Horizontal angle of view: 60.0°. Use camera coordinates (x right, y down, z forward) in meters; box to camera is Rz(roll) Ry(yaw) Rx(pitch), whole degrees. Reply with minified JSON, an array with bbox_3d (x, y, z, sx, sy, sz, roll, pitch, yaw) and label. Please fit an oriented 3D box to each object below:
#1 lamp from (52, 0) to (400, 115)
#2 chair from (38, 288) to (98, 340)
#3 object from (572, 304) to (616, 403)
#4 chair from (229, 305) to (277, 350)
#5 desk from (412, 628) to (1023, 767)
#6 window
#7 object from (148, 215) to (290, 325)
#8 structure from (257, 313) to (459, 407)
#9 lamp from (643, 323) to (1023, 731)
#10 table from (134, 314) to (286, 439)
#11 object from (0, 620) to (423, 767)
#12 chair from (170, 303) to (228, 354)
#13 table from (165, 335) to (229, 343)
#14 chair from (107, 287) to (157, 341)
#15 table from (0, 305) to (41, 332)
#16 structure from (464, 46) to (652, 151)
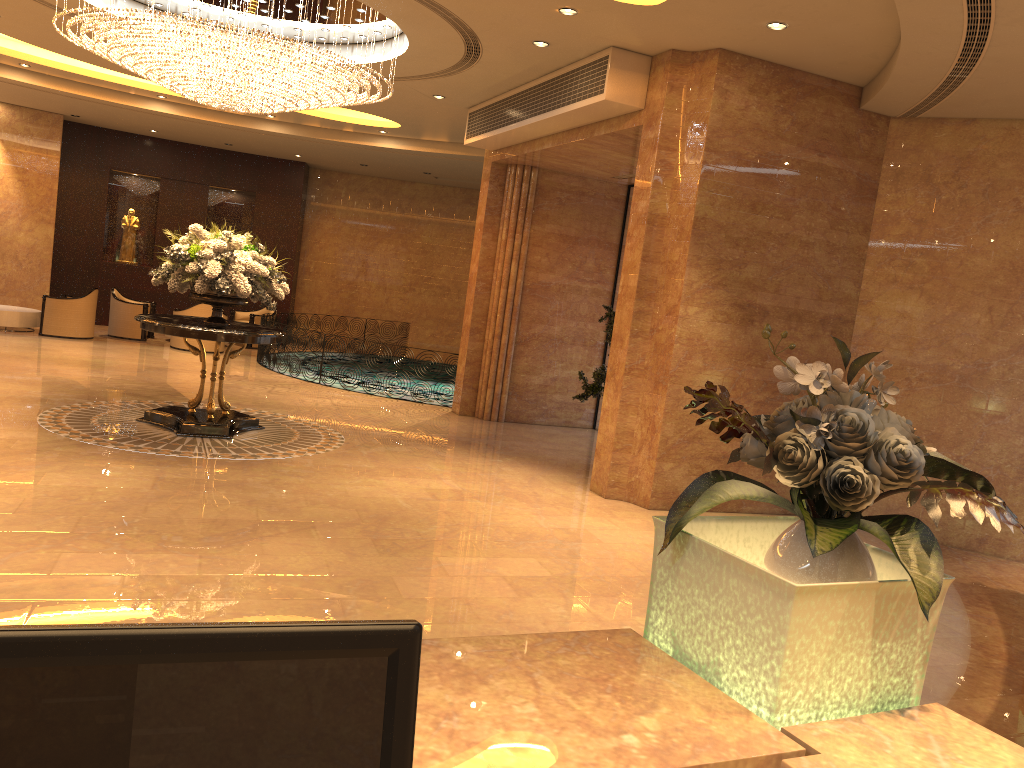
[{"bbox_3d":[-2.773,-3.340,8.847,3.206,1.196,3.204,9,6,14],"label":"lamp"},{"bbox_3d":[-7.752,-1.290,15.632,0.769,0.916,0.951,7,6,-8],"label":"chair"},{"bbox_3d":[1.398,-0.200,10.004,1.250,2.363,0.843,2,8,-42],"label":"object"},{"bbox_3d":[-5.272,-1.220,18.200,0.951,0.916,0.769,13,8,42],"label":"chair"},{"bbox_3d":[-5.306,0.374,1.606,12.951,1.155,3.466,9,6,12],"label":"desk"},{"bbox_3d":[2.084,-0.817,11.209,0.047,3.571,3.515,5,6,-22],"label":"window"},{"bbox_3d":[-2.994,-1.115,9.079,1.277,0.999,1.318,9,6,8],"label":"object"},{"bbox_3d":[-2.824,-0.597,16.821,3.815,0.995,7.624,7,6,-4],"label":"structure"},{"bbox_3d":[0.588,0.363,1.729,0.577,0.925,0.542,6,6,-20],"label":"lamp"},{"bbox_3d":[-3.162,-0.093,9.206,1.493,1.089,1.493,4,7,-29],"label":"table"},{"bbox_3d":[-0.397,0.487,0.870,0.531,0.500,0.430,9,6,14],"label":"object"},{"bbox_3d":[-5.669,-1.061,16.150,0.951,0.916,0.769,5,7,-27],"label":"chair"},{"bbox_3d":[-6.168,-0.976,17.420,1.196,0.354,1.196,8,6,5],"label":"table"},{"bbox_3d":[-7.200,-1.334,16.773,0.769,0.916,0.951,6,6,-12],"label":"chair"},{"bbox_3d":[-8.957,-1.165,15.586,1.196,0.354,1.196,8,6,4],"label":"table"},{"bbox_3d":[0.331,-3.150,10.147,0.425,0.483,4.113,5,6,-22],"label":"structure"}]
